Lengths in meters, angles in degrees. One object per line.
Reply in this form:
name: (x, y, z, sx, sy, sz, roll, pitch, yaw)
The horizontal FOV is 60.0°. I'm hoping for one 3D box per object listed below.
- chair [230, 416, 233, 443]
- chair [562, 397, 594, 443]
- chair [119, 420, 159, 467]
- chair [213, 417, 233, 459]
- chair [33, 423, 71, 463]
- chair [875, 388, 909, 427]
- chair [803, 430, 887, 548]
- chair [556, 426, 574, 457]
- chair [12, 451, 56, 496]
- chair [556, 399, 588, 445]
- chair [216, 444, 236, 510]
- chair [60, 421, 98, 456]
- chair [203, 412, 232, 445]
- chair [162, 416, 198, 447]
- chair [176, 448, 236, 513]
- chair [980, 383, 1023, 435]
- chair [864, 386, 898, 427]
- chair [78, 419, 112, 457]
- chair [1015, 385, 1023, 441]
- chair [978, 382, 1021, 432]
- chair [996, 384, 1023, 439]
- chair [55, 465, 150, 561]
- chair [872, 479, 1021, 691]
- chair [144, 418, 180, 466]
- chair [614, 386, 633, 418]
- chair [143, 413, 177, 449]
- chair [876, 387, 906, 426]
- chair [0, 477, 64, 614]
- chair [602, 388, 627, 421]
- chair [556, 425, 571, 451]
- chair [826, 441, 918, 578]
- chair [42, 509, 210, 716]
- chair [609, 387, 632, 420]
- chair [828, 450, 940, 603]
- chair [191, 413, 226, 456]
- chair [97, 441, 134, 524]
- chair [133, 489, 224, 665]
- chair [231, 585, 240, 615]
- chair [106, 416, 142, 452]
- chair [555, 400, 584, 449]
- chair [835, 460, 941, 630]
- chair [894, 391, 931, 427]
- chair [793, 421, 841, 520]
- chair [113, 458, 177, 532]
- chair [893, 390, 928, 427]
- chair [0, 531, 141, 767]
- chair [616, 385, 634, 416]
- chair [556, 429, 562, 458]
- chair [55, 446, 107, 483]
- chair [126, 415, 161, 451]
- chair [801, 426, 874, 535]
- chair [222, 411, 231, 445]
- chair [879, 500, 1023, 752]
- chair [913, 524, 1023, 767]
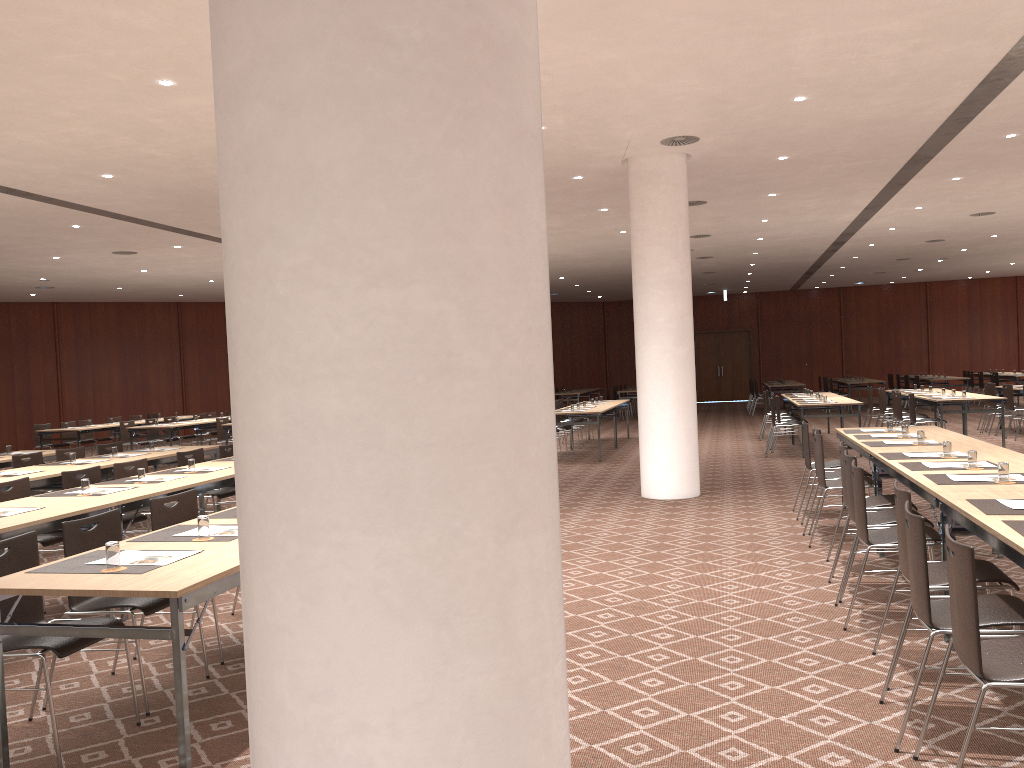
chair: (-5.202, 1.079, 17.276, 0.614, 0.940, 0.535, -2, 1, 12)
chair: (1.380, 0.750, 18.736, 0.614, 0.940, 0.535, -2, 1, 12)
chair: (-7.284, 1.177, 17.164, 0.614, 0.940, 0.535, -2, 1, 14)
chair: (-5.255, 1.093, 16.616, 0.614, 0.940, 0.535, -2, 1, 13)
chair: (-9.169, 1.257, 17.617, 0.614, 0.940, 0.535, -2, 1, 15)
chair: (6.875, 0.541, 16.077, 0.614, 0.940, 0.535, -2, 1, 12)
chair: (2.807, 0.876, 7.562, 0.614, 0.940, 0.535, -2, 1, 13)
chair: (0.747, 0.827, 15.927, 0.614, 0.940, 0.535, -2, 1, 16)
chair: (-5.003, 1.204, 9.464, 0.614, 0.940, 0.535, -2, 1, 12)
chair: (1.179, 0.769, 18.162, 0.614, 0.940, 0.535, -2, 1, 15)
chair: (-2.856, 1.104, 9.514, 0.614, 0.940, 0.535, -2, 1, 11)
chair: (-8.969, 1.236, 18.262, 0.614, 0.940, 0.535, -2, 1, 12)
chair: (-6.611, 1.098, 19.957, 0.614, 0.940, 0.535, -2, 1, 15)
chair: (-6.923, 1.139, 18.404, 0.614, 0.940, 0.535, -2, 1, 16)
chair: (-3.053, 1.124, 8.875, 0.614, 0.940, 0.535, -2, 1, 15)
chair: (8.973, 0.441, 16.254, 0.614, 0.940, 0.535, -2, 1, 13)
chair: (7.173, 0.506, 17.315, 0.614, 0.940, 0.535, -2, 1, 15)
chair: (-8.921, 1.223, 18.903, 0.614, 0.940, 0.535, -2, 1, 11)
chair: (8.702, 0.482, 14.631, 0.614, 0.940, 0.535, -2, 1, 13)
chair: (9.243, 0.418, 16.874, 0.614, 0.940, 0.535, -2, 1, 14)
chair: (8.867, 0.459, 15.497, 0.614, 0.940, 0.535, -2, 1, 12)
chair: (-3.416, 1.167, 7.369, 0.614, 0.940, 0.535, -2, 1, 16)
chair: (2.113, 0.963, 4.359, 0.614, 0.940, 0.535, -2, 1, 16)
chair: (-7.038, 1.156, 17.747, 0.614, 0.940, 0.535, -2, 1, 11)
chair: (3.226, 0.533, 26.394, 0.614, 0.940, 0.535, -2, 1, 16)
chair: (-8.393, 1.161, 21.094, 0.614, 0.940, 0.535, -2, 1, 12)
chair: (7.120, 0.521, 16.598, 0.614, 0.940, 0.535, -2, 1, 12)
chair: (-3.620, 1.188, 6.670, 0.614, 0.940, 0.535, -2, 1, 11)
chair: (2.891, 0.569, 25.191, 0.614, 0.940, 0.535, -2, 1, 16)
chair: (0.777, 0.816, 16.492, 0.614, 0.940, 0.535, -2, 1, 16)
chair: (2.634, 0.902, 6.519, 0.614, 0.940, 0.535, -2, 1, 16)
chair: (-2.022, 1.149, 4.624, 0.614, 0.940, 0.535, -2, 1, 13)
chair: (3.139, 0.548, 25.725, 0.614, 0.940, 0.535, -2, 1, 14)
chair: (2.439, 0.921, 5.887, 0.614, 0.940, 0.535, -2, 1, 13)
chair: (-6.655, 1.111, 19.334, 0.614, 0.940, 0.535, -2, 1, 15)
chair: (-4.646, 1.168, 10.616, 0.614, 0.940, 0.535, -2, 1, 14)
chair: (-1.880, 1.130, 5.362, 0.614, 0.940, 0.535, -2, 1, 16)
chair: (-1.586, 1.101, 6.254, 0.614, 0.940, 0.535, -2, 1, 16)
chair: (-8.705, 1.198, 19.798, 0.614, 0.940, 0.535, -2, 1, 16)
chair: (1.061, 0.787, 17.413, 0.614, 0.940, 0.535, -2, 1, 12)
chair: (2.262, 0.940, 5.302, 0.614, 0.940, 0.535, -2, 1, 15)
chair: (6.480, 0.588, 14.437, 0.614, 0.940, 0.535, -2, 1, 14)
chair: (3.106, 0.840, 8.805, 0.614, 0.940, 0.535, -2, 1, 14)
chair: (-3.240, 1.149, 7.919, 0.614, 0.940, 0.535, -2, 1, 16)
chair: (6.702, 0.567, 15.044, 0.614, 0.940, 0.535, -2, 1, 13)
chair: (-2.131, 1.165, 3.992, 0.614, 0.940, 0.535, -2, 1, 12)
chair: (3.436, 0.505, 27.452, 0.614, 0.940, 0.535, -2, 1, 13)
chair: (0.494, 0.849, 15.317, 0.614, 0.940, 0.535, -2, 1, 16)
chair: (-4.832, 1.186, 10.024, 0.614, 0.940, 0.535, -2, 1, 16)
chair: (-8.496, 1.178, 20.407, 0.614, 0.940, 0.535, -2, 1, 11)
chair: (2.967, 0.859, 8.081, 0.614, 0.940, 0.535, -2, 1, 11)
chair: (-6.385, 1.076, 20.636, 0.614, 0.940, 0.535, -2, 1, 13)
chair: (1.876, 0.985, 3.702, 0.614, 0.940, 0.535, -2, 1, 16)
chair: (1.774, 0.999, 3.132, 0.614, 0.940, 0.535, -2, 1, 16)
